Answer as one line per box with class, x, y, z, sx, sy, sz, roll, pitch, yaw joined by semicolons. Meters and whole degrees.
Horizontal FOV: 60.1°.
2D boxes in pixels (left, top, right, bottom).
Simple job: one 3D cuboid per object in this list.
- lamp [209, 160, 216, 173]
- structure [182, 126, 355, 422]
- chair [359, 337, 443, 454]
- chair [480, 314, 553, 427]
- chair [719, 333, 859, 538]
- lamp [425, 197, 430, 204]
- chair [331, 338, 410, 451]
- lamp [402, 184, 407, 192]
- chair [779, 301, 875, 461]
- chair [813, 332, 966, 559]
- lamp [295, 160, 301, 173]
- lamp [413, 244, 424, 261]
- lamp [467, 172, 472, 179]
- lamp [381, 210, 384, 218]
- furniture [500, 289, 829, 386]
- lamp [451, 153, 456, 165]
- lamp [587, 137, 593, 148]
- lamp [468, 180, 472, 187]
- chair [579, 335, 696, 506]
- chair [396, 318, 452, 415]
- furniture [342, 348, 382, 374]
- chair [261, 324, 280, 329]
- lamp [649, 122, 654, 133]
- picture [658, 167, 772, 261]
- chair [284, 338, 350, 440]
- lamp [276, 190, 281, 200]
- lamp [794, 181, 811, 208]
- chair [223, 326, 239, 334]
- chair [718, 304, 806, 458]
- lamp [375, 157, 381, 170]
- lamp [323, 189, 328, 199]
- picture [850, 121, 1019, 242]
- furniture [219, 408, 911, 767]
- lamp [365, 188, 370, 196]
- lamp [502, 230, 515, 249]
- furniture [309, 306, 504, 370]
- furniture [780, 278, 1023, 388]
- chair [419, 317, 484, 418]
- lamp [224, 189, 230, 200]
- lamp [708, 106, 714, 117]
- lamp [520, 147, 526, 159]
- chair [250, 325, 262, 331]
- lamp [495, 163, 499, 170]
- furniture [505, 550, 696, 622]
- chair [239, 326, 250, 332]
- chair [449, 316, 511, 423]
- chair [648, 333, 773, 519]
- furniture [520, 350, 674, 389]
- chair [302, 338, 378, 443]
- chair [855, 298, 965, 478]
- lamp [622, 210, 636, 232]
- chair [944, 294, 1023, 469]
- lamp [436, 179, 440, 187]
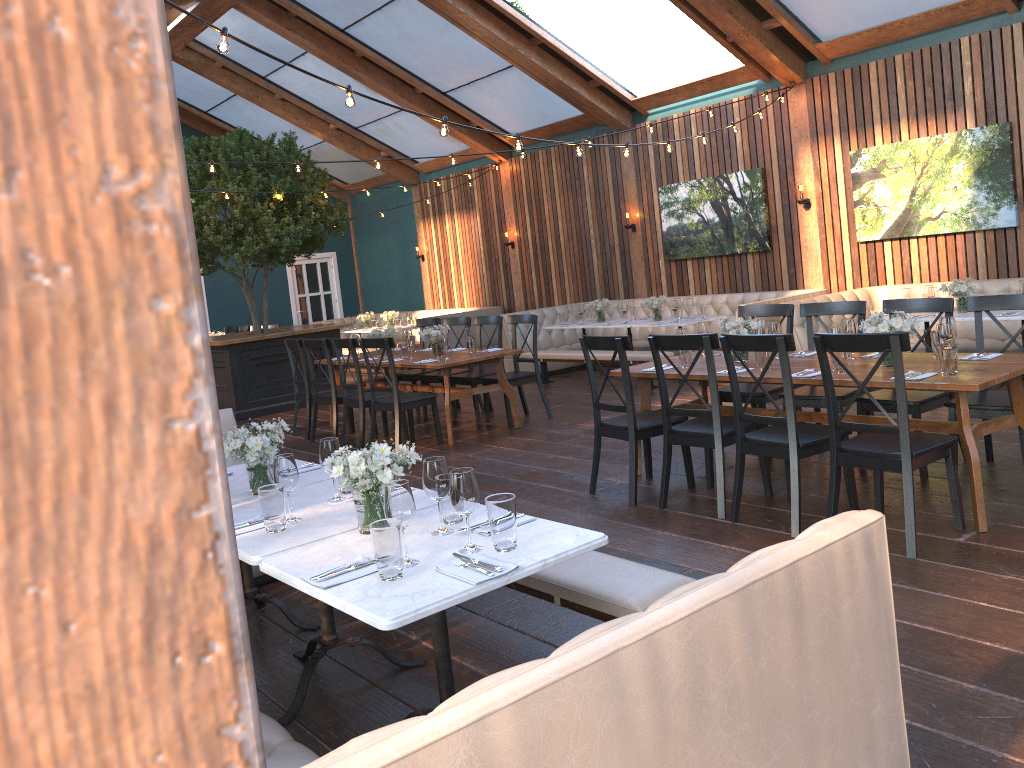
lamp;-2.701;-1.957;7.961;0.056;0.120;0.056;-9;5;-29
structure;-3.417;-1.528;11.724;2.726;3.679;2.854;-9;6;-29
chair;-0.993;0.069;7.844;0.543;1.015;0.477;-11;6;-43
chair;0.003;-0.146;8.628;0.542;1.015;0.477;-9;5;-33
chair;1.467;0.212;4.719;0.542;1.015;0.477;-9;5;-32
lamp;-1.343;-2.927;14.116;0.066;0.117;0.057;-4;5;28
chair;-1.338;0.049;8.285;0.542;1.015;0.477;-10;5;-35
lamp;-1.516;-2.779;12.537;0.057;0.117;0.068;-10;6;-41
chair;2.109;-0.022;5.937;0.543;1.015;0.477;-11;6;-43
chair;1.817;0.231;4.282;0.542;1.015;0.477;-10;6;-38
lamp;-1.996;-2.030;8.249;0.056;0.120;0.056;-6;4;3
lamp;-1.760;-2.473;16.665;0.179;0.319;0.146;-10;6;-38
lamp;-0.660;-3.240;13.738;0.064;0.118;0.056;-9;5;-29
lamp;-2.035;-2.671;13.894;0.056;0.120;0.057;-4;5;30
furniture;1.796;-0.599;11.125;1.719;0.855;4.158;-12;9;-37
lamp;-0.586;-2.234;8.792;0.056;0.120;0.056;-8;5;-23
lamp;0.820;-2.546;9.317;0.056;0.120;0.056;-8;5;-17
lamp;-0.685;-3.249;14.328;0.074;0.114;0.056;-9;5;-31
chair;0.778;0.172;5.595;0.542;1.015;0.477;-9;5;-30
chair;-1.032;-0.208;9.951;0.542;1.015;0.477;-10;6;-38
furniture;-2.789;-0.405;15.242;0.314;0.397;2.329;-10;8;-37
chair;-3.769;-0.365;13.415;0.476;1.015;0.543;-3;6;35
lamp;1.503;-2.770;9.569;0.064;0.118;0.056;-11;6;-44
picture;2.542;-2.127;11.259;0.065;0.993;1.650;-9;7;-37
chair;-2.019;0.006;9.175;0.542;1.015;0.477;-9;5;-33
lamp;-2.826;-2.289;10.710;0.056;0.120;0.056;-7;5;-12
lamp;3.334;-2.173;10.158;0.179;0.319;0.146;-10;6;-38
chair;-4.799;-0.430;14.763;0.543;1.015;0.477;-11;6;-43
chair;1.764;-0.043;6.379;0.542;1.015;0.477;-10;6;-38
lamp;-1.292;-2.122;8.517;0.056;0.120;0.057;-4;5;27
lamp;-2.383;-2.432;11.319;0.056;0.119;0.060;-3;6;37
picture;4.267;-2.027;9.065;0.065;0.993;1.650;-9;7;-37
furniture;-1.027;0.781;3.145;1.719;0.855;4.158;-12;9;-37
lamp;-1.945;-2.594;11.932;0.060;0.119;0.056;-8;5;-14
lamp;-0.066;-2.373;14.501;0.179;0.319;0.146;-10;6;-38
furniture;-1.927;-0.819;15.881;1.719;0.855;4.158;-12;9;-37
furniture;4.583;-0.435;7.564;1.719;0.855;4.158;-12;9;-37
chair;-0.687;-0.187;9.509;0.543;1.015;0.477;-11;6;-43
lamp;-3.251;-2.158;10.081;0.056;0.120;0.057;-4;5;33
lamp;2.201;-3.011;9.791;0.056;0.120;0.057;-6;4;5
lamp;0.107;-2.367;9.073;0.056;0.117;0.068;-5;5;16
chair;-4.109;-0.389;13.881;0.542;1.015;0.477;-10;6;-38
lamp;-0.245;-3.522;14.336;0.056;0.119;0.056;-7;5;-9
furniture;-0.167;0.826;3.830;0.314;0.397;2.329;-10;8;-37
chair;-4.455;-0.409;14.323;0.542;1.015;0.477;-9;5;-33
chair;-0.342;-0.167;9.068;0.542;1.015;0.477;-10;6;-38
chair;1.150;0.188;5.166;0.543;1.015;0.477;-10;6;-41
furniture;0.954;-0.184;10.460;0.314;0.397;2.329;-10;8;-37
chair;-1.703;0.033;8.712;0.543;1.015;0.477;-11;6;-43
chair;2.454;-0.002;5.497;0.542;1.015;0.477;-9;5;-33
lamp;1.627;-2.273;12.338;0.179;0.319;0.146;-10;6;-38
chair;2.800;0.019;5.055;0.542;1.015;0.477;-10;6;-38
lamp;-1.097;-2.994;13.153;0.056;0.120;0.057;-3;5;34
